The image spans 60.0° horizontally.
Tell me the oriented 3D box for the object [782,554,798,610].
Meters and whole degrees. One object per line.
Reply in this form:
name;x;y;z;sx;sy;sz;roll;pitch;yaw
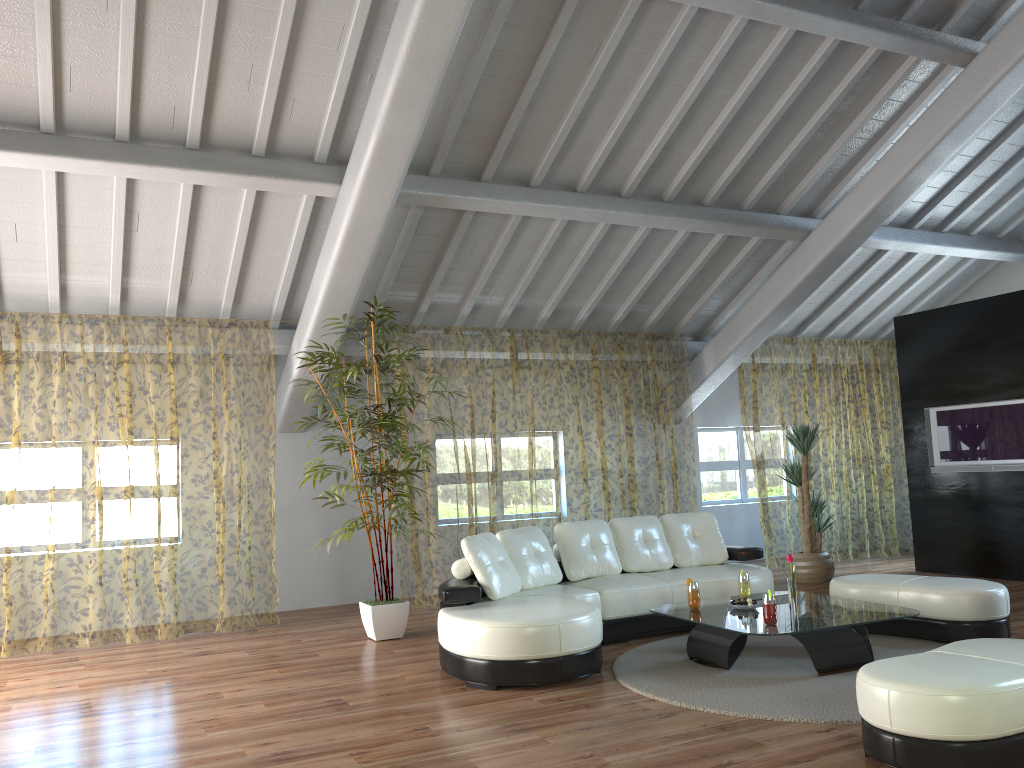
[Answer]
object;1.645;1.169;5.246;0.069;0.323;0.060;-7;-7;41

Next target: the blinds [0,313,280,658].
blinds;-3.542;0.726;6.679;3.505;2.546;0.306;0;-6;-26

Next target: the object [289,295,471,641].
object;-0.975;0.640;6.613;1.399;2.473;1.177;-2;-6;-1

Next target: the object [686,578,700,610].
object;1.103;1.275;5.397;0.081;0.192;0.075;-4;-6;9

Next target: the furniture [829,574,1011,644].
furniture;2.676;1.472;5.864;0.596;0.367;1.134;3;-8;-42

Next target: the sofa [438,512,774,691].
sofa;0.637;1.378;6.216;1.359;0.805;3.047;-8;-8;43

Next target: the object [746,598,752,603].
object;1.427;1.305;5.337;0.032;0.032;0.029;-6;-6;29

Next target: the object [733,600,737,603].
object;1.353;1.329;5.393;0.030;0.031;0.032;-1;-6;-17

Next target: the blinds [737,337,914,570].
blinds;3.730;0.743;10.191;2.780;2.546;0.306;0;-6;-26

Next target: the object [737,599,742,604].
object;1.367;1.307;5.331;0.030;0.034;0.030;3;-8;-44

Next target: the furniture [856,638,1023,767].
furniture;1.891;1.282;3.571;1.134;0.367;0.596;1;-7;-32

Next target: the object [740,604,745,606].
object;1.384;1.333;5.325;0.031;0.030;0.032;0;-6;-28

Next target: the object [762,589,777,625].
object;1.388;1.202;4.783;0.075;0.192;0.081;-7;-7;39

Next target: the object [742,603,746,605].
object;1.401;1.336;5.353;0.032;0.030;0.031;-4;-6;10

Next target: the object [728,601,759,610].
object;1.398;1.338;5.347;0.178;0.031;0.178;1;-7;-33

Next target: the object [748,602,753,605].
object;1.427;1.322;5.299;0.032;0.032;0.030;0;-6;-23

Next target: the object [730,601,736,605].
object;1.338;1.327;5.366;0.032;0.031;0.031;-3;-6;3

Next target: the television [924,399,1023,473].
television;4.426;0.487;8.209;0.044;0.639;1.336;0;-6;-26

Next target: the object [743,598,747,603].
object;1.416;1.313;5.370;0.031;0.031;0.030;0;-6;-23

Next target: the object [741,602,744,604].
object;1.406;1.338;5.385;0.031;0.031;0.030;-3;-6;2

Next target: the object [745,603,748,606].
object;1.416;1.333;5.326;0.032;0.030;0.032;-5;-6;23

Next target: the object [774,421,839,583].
object;2.874;1.145;8.686;0.564;1.586;0.588;-3;-6;8

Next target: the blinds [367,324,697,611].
blinds;0.337;0.735;8.551;3.505;2.546;0.306;0;-6;-26

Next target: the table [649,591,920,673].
table;1.577;1.479;5.236;1.201;0.290;1.201;0;-6;-23

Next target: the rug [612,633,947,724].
rug;1.734;1.613;5.092;2.307;0.020;2.313;-6;-7;35

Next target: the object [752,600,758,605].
object;1.452;1.306;5.305;0.030;0.033;0.030;-8;-8;44

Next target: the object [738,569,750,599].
object;1.496;1.290;5.728;0.081;0.192;0.075;0;-6;-20

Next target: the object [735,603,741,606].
object;1.354;1.329;5.313;0.032;0.031;0.031;-7;-7;41
